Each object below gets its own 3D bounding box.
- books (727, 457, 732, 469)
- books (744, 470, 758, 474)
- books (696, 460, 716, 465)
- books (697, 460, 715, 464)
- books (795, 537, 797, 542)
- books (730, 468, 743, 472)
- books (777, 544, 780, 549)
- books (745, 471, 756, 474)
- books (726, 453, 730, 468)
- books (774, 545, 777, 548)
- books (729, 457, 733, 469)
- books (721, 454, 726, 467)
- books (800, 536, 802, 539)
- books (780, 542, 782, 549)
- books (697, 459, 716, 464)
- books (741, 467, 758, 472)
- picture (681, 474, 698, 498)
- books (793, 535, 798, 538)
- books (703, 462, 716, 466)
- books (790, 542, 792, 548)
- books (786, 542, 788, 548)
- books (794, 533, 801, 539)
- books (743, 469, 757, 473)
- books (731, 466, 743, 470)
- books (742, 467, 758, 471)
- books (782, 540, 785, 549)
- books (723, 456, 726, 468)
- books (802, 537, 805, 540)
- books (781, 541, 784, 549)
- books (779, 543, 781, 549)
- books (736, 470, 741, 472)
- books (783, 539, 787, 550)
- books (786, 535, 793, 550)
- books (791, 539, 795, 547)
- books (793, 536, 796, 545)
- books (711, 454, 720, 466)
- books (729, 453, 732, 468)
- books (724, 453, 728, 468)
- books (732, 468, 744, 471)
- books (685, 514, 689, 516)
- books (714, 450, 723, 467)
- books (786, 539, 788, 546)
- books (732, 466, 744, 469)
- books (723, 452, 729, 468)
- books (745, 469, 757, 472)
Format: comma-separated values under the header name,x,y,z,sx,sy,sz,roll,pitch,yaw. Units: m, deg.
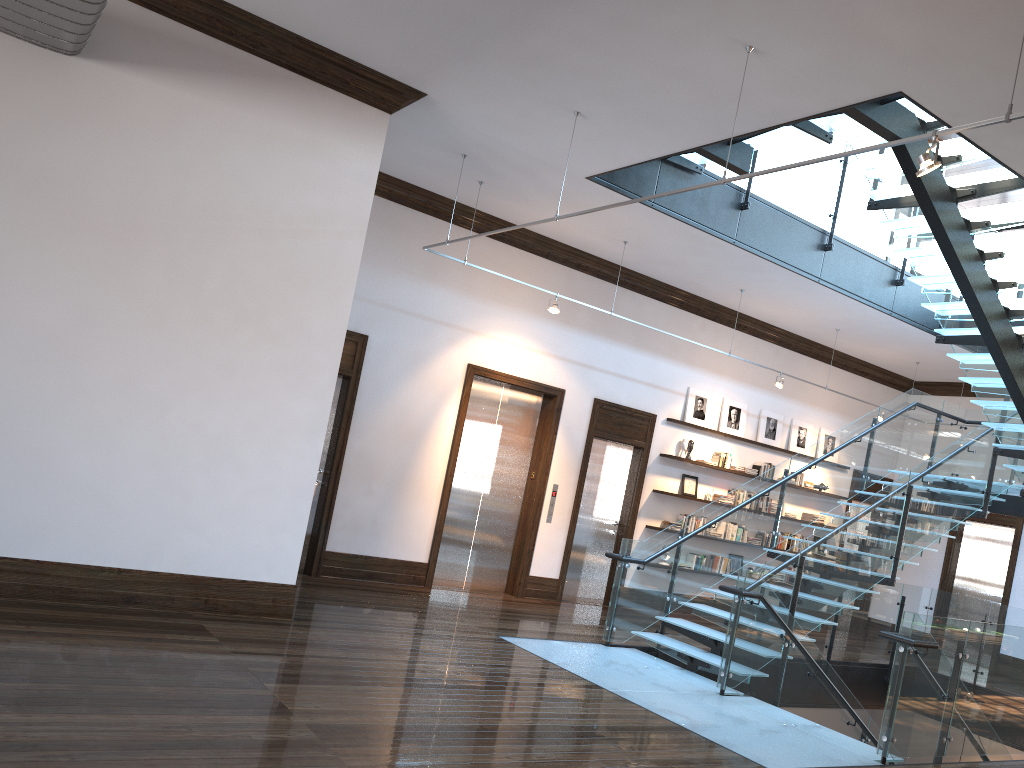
name,x,y,z,sx,sy,sz,roll,pitch,yaw
books,3.119,1.144,12.900,0.035,0.177,0.131,12,-3,-33
books,3.501,1.299,13.168,0.289,0.011,0.140,15,-7,-31
books,2.775,1.127,12.675,0.289,0.011,0.140,15,-7,-36
books,2.776,1.116,12.677,0.257,0.011,0.141,15,-7,-32
books,4.387,2.496,13.888,0.033,0.237,0.124,12,-2,-33
books,3.265,1.259,13.006,0.212,0.015,0.155,15,-7,-33
books,4.075,2.419,13.673,0.014,0.224,0.141,12,-2,-33
books,3.497,1.310,13.171,0.257,0.011,0.141,15,-7,-32
books,3.099,1.112,12.885,0.024,0.228,0.111,12,-2,-33
books,4.035,2.401,13.633,0.014,0.234,0.135,12,-2,-33
books,3.147,1.150,12.923,0.012,0.181,0.128,12,-2,-33
books,2.992,1.098,12.794,0.029,0.197,0.163,12,-3,-33
books,4.459,2.504,13.915,0.036,0.254,0.168,12,-2,-33
books,4.107,2.432,13.709,0.014,0.217,0.155,12,-2,-33
books,2.778,1.106,12.677,0.257,0.011,0.141,15,-7,-35
books,3.505,1.268,13.172,0.288,0.011,0.140,15,-7,-34
picture,2.526,1.449,12.599,0.303,0.299,0.077,13,-2,-33
books,4.412,2.496,13.912,0.014,0.250,0.118,12,-2,-33
books,2.771,1.137,12.678,0.257,0.011,0.141,15,-7,-34
books,4.280,2.473,13.805,0.033,0.223,0.153,12,-2,-33
books,4.224,2.493,13.790,0.030,0.159,0.115,12,-2,-33
books,4.439,2.484,13.895,0.006,0.281,0.144,12,-2,-33
books,3.503,1.289,13.168,0.258,0.011,0.141,15,-7,-36
books,3.269,1.230,13.007,0.215,0.014,0.124,15,-7,-33
books,3.512,1.257,13.165,0.259,0.011,0.141,14,-6,-29
books,4.171,2.425,13.717,0.036,0.259,0.127,12,-2,-33
books,3.013,1.114,12.812,0.029,0.176,0.156,12,-3,-33
books,4.502,2.518,13.929,0.013,0.246,0.168,12,-2,-33
books,4.148,2.419,13.706,0.036,0.259,0.127,12,-2,-33
books,4.100,2.430,13.692,0.014,0.215,0.127,12,-2,-33
books,3.272,1.271,13.004,0.198,0.008,0.117,15,-7,-33
books,4.189,2.458,13.739,0.015,0.204,0.158,12,-3,-33
books,4.269,2.450,13.772,0.020,0.258,0.160,12,-2,-33
books,4.310,2.484,13.800,0.028,0.213,0.165,12,-3,-33
books,4.362,2.489,13.858,0.033,0.235,0.125,12,-2,-33
books,2.927,1.094,12.777,0.050,0.175,0.128,12,-3,-33
books,3.139,1.122,12.920,0.014,0.232,0.118,12,-2,-33
books,3.038,1.099,12.816,0.012,0.216,0.163,12,-3,-33
books,3.281,1.247,13.012,0.185,0.014,0.158,15,-7,-33
books,2.470,1.976,12.584,0.011,0.251,0.114,12,-2,-33
books,2.963,1.076,12.788,0.014,0.228,0.142,12,-2,-33
books,4.210,2.435,13.747,0.019,0.259,0.144,12,-2,-33
books,3.278,1.219,13.013,0.197,0.013,0.152,15,-7,-33
books,3.066,1.103,12.853,0.025,0.228,0.132,12,-2,-33
books,3.504,1.278,13.170,0.257,0.011,0.141,15,-7,-32
